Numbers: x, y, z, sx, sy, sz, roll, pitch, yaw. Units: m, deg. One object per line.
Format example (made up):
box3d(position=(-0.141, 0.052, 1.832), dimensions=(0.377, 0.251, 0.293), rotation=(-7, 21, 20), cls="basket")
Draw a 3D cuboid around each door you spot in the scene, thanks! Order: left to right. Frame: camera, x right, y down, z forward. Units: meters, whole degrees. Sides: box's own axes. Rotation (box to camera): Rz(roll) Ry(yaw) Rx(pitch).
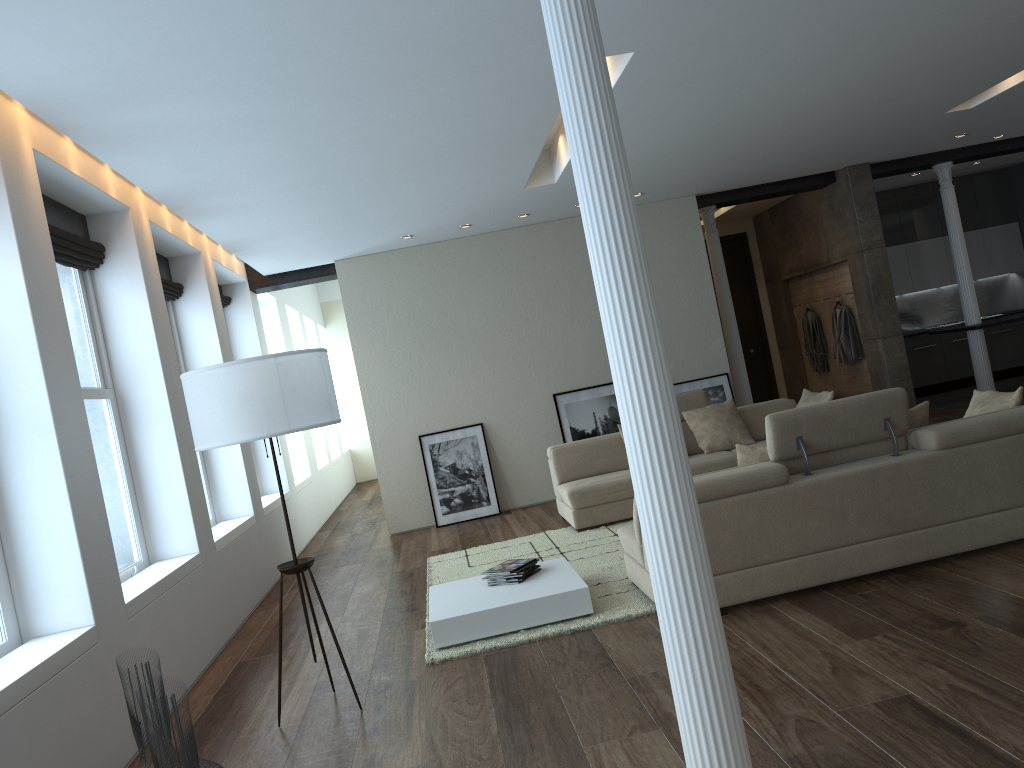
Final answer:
box3d(position=(3.169, -0.732, 12.968), dimensions=(1.037, 2.814, 0.246), rotation=(-11, 0, -5), cls="door")

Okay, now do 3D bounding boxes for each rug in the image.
box3d(position=(1.476, 1.086, 6.383), dimensions=(4.231, 0.020, 2.972), rotation=(-11, 0, -5), cls="rug")

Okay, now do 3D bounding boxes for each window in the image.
box3d(position=(-2.388, 0.059, 3.289), dimensions=(0.123, 2.400, 1.432), rotation=(-11, 0, -5), cls="window")
box3d(position=(-2.557, 0.078, 5.117), dimensions=(0.123, 2.400, 1.442), rotation=(-11, 0, -5), cls="window")
box3d(position=(-2.727, 0.097, 6.951), dimensions=(0.123, 2.400, 1.443), rotation=(-11, 0, -5), cls="window")

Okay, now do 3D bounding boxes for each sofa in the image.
box3d(position=(1.654, 0.563, 8.045), dimensions=(2.581, 0.950, 1.021), rotation=(-11, 0, -5), cls="sofa")
box3d(position=(1.926, 0.533, 5.111), dimensions=(2.581, 0.950, 1.021), rotation=(-11, 0, -5), cls="sofa")

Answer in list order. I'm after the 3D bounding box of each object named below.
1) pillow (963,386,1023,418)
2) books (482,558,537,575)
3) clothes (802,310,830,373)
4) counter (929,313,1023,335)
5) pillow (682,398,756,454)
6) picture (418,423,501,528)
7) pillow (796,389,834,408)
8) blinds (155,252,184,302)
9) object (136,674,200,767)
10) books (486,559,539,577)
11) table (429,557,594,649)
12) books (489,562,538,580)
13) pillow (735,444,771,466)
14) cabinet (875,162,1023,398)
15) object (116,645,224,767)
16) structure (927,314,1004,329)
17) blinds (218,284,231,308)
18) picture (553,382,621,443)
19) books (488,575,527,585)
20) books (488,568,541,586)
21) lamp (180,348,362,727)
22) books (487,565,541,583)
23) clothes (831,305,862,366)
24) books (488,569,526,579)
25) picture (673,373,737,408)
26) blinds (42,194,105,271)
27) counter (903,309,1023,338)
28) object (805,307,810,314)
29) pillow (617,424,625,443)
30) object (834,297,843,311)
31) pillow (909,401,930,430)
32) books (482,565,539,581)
box3d(position=(2.875, 0.231, 5.427), dimensions=(0.395, 0.393, 0.518), rotation=(-11, 0, -2), cls="pillow")
box3d(position=(-0.016, 1.135, 5.517), dimensions=(0.220, 0.010, 0.300), rotation=(-11, 1, 35), cls="books")
box3d(position=(4.011, -0.565, 11.829), dimensions=(0.141, 0.855, 0.569), rotation=(-11, 0, -5), cls="clothes")
box3d(position=(7.072, -0.998, 10.783), dimensions=(3.700, 0.040, 1.000), rotation=(-11, 0, -5), cls="counter")
box3d(position=(1.875, 0.386, 8.081), dimensions=(0.534, 0.439, 0.301), rotation=(-11, 0, -9), cls="pillow")
box3d(position=(-0.558, 0.971, 9.458), dimensions=(0.700, 0.988, 0.195), rotation=(-11, 0, -5), cls="picture")
box3d(position=(2.644, 0.256, 7.914), dimensions=(0.395, 0.393, 0.518), rotation=(-11, 0, -9), cls="pillow")
box3d(position=(-2.866, -0.911, 6.950), dimensions=(0.156, 0.393, 1.442), rotation=(-11, 0, -5), cls="blinds")
box3d(position=(-0.919, 1.210, 2.504), dimensions=(0.458, 0.781, 0.458), rotation=(-11, 0, -6), cls="object")
box3d(position=(0.007, 1.140, 5.505), dimensions=(0.220, 0.010, 0.300), rotation=(-11, 1, 30), cls="books")
box3d(position=(-0.038, 1.301, 5.335), dimensions=(0.900, 0.170, 0.900), rotation=(-11, 0, -5), cls="table")
box3d(position=(0.011, 1.159, 5.505), dimensions=(0.220, 0.010, 0.300), rotation=(-11, 1, 20), cls="books")
box3d(position=(1.541, 0.489, 5.075), dimensions=(0.519, 0.416, 0.368), rotation=(-11, 0, -1), cls="pillow")
box3d(position=(7.695, -1.732, 12.996), dimensions=(7.409, 2.980, 0.827), rotation=(-11, 0, -5), cls="cabinet")
box3d(position=(-1.174, 1.258, 2.948), dimensions=(0.458, 0.781, 0.458), rotation=(-11, 0, -6), cls="object")
box3d(position=(6.543, -0.897, 12.848), dimensions=(0.900, 0.066, 0.520), rotation=(-11, 0, -5), cls="structure")
box3d(position=(-3.052, -0.945, 8.844), dimensions=(0.156, 0.275, 1.563), rotation=(-11, 0, -5), cls="blinds")
box3d(position=(1.142, 0.555, 9.605), dimensions=(1.183, 1.140, 0.225), rotation=(-11, 0, -5), cls="picture")
box3d(position=(-0.005, 1.192, 5.518), dimensions=(0.220, 0.010, 0.300), rotation=(-11, 0, 15), cls="books")
box3d(position=(0.019, 1.197, 5.506), dimensions=(0.220, 0.010, 0.300), rotation=(-11, 1, 30), cls="books")
box3d(position=(-1.079, 0.741, 4.316), dimensions=(0.698, 1.728, 0.698), rotation=(-11, 0, 18), cls="lamp")
box3d(position=(0.015, 1.178, 5.505), dimensions=(0.220, 0.010, 0.300), rotation=(-11, 1, 30), cls="books")
box3d(position=(4.080, -0.597, 10.933), dimensions=(0.173, 0.735, 0.700), rotation=(-11, 0, -7), cls="clothes")
box3d(position=(-0.013, 1.154, 5.518), dimensions=(0.220, 0.010, 0.300), rotation=(-11, 0, 10), cls="books")
box3d(position=(2.152, 0.427, 9.713), dimensions=(0.700, 0.988, 0.195), rotation=(-11, 0, -5), cls="picture")
box3d(position=(-2.694, -0.922, 5.117), dimensions=(0.156, 0.424, 1.439), rotation=(-11, 0, -5), cls="blinds")
box3d(position=(5.972, -0.671, 12.835), dimensions=(3.597, 0.223, 0.807), rotation=(-11, 0, -5), cls="counter")
box3d(position=(3.947, -0.974, 11.820), dimensions=(0.010, 0.219, 0.430), rotation=(-11, 0, -5), cls="object")
box3d(position=(1.269, 0.519, 8.010), dimensions=(0.519, 0.416, 0.368), rotation=(-11, 0, -10), cls="pillow")
box3d(position=(4.019, -0.980, 10.921), dimensions=(0.010, 0.219, 0.430), rotation=(-11, 0, -5), cls="object")
box3d(position=(2.150, 0.356, 5.120), dimensions=(0.534, 0.439, 0.301), rotation=(-11, 0, -2), cls="pillow")
box3d(position=(-0.009, 1.173, 5.518), dimensions=(0.220, 0.010, 0.300), rotation=(-11, 1, 45), cls="books")
